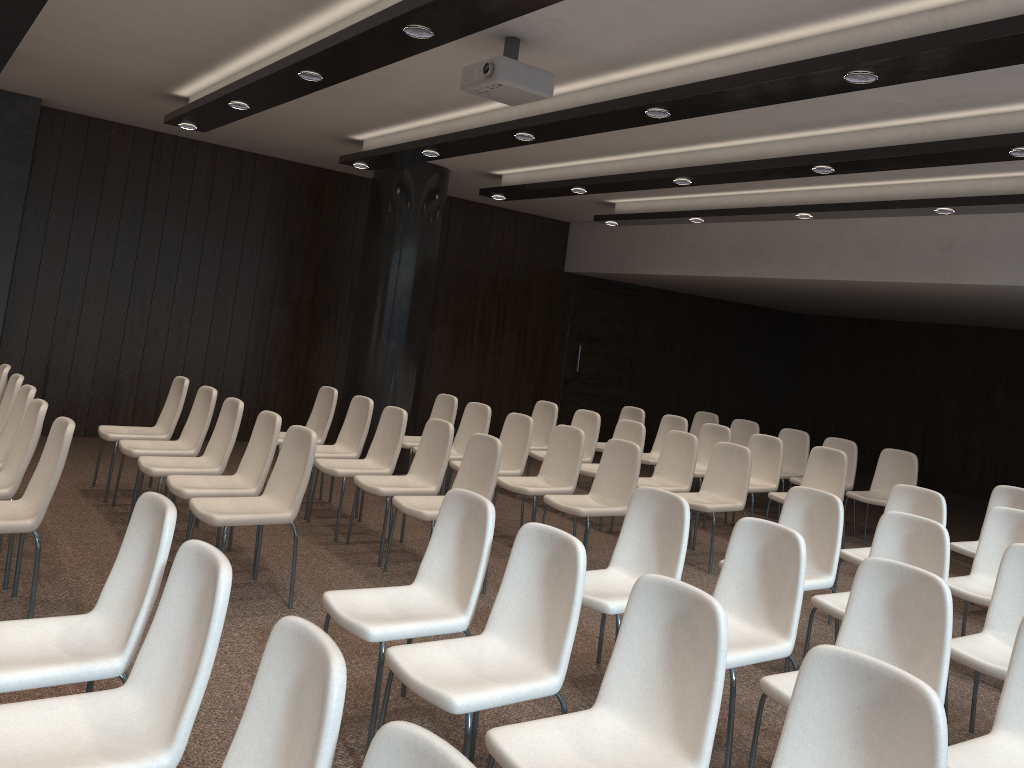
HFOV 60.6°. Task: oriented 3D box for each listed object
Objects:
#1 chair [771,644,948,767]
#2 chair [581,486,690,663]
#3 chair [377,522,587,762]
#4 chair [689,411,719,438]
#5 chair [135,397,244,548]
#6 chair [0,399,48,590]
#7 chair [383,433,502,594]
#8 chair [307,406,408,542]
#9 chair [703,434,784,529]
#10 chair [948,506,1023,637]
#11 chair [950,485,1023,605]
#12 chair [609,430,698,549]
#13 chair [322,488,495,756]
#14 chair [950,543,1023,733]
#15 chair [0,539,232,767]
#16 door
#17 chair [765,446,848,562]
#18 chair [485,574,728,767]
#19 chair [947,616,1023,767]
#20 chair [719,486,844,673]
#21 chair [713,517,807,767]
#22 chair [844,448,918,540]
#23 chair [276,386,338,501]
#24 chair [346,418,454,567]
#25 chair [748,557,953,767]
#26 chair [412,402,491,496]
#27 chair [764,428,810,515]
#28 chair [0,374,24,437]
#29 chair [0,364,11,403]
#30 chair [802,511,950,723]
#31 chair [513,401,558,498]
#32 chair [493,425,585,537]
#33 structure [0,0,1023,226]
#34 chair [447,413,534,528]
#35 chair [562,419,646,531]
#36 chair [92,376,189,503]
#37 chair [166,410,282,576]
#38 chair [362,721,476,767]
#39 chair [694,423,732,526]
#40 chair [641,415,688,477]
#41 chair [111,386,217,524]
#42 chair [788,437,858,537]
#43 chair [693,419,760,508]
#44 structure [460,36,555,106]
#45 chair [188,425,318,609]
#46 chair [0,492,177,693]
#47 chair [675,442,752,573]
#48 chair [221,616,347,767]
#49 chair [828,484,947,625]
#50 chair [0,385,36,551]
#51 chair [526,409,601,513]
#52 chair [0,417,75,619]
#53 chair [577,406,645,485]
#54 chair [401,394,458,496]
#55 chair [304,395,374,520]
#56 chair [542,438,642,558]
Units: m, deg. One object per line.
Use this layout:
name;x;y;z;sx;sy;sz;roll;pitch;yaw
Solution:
chair;0.631;1.104;1.935;0.551;0.910;0.533;9;-4;-37
chair;0.486;0.951;4.067;0.551;0.910;0.533;9;-4;-37
chair;-0.097;0.951;2.930;0.551;0.910;0.533;9;-4;-36
chair;2.034;0.765;10.061;0.551;0.910;0.533;9;-3;-34
chair;-2.089;0.531;5.635;0.551;0.910;0.533;9;-3;-33
chair;-2.755;0.522;4.469;0.551;0.910;0.533;9;-3;-36
chair;-0.410;0.757;5.378;0.551;0.910;0.533;9;-3;-34
chair;-1.112;0.608;6.349;0.551;0.910;0.533;9;-3;-34
chair;2.126;0.910;7.943;0.551;0.910;0.533;9;-4;-37
chair;2.734;1.175;4.956;0.551;0.910;0.533;9;-4;-36
chair;3.414;1.184;6.152;0.551;0.910;0.533;9;-3;-34
chair;1.197;0.839;7.245;0.551;0.910;0.533;9;-3;-34
chair;-0.416;0.880;3.412;0.551;0.910;0.533;9;-3;-34
chair;2.178;1.180;3.778;0.551;0.910;0.533;9;-4;-36
chair;-1.062;0.879;2.166;0.551;0.910;0.533;9;-4;-37
door;1.254;-0.258;12.685;1.384;2.432;0.269;9;-5;-35
chair;2.516;0.990;7.447;0.551;0.910;0.533;9;-3;-34
chair;0.255;1.027;2.416;0.551;0.910;0.533;9;-3;-36
chair;1.576;1.179;2.613;0.551;0.910;0.533;9;-3;-35
chair;1.463;1.029;4.765;0.551;0.910;0.533;9;-3;-34
chair;0.864;1.029;3.582;0.551;0.910;0.533;9;-3;-35
chair;3.434;1.062;8.125;0.551;0.910;0.533;9;-4;-37
chair;-1.812;0.459;7.319;0.552;0.910;0.533;9;-3;-33
chair;-0.742;0.682;5.896;0.552;0.910;0.533;9;-3;-33
chair;1.209;1.104;3.075;0.551;0.910;0.533;9;-3;-34
chair;-0.529;0.605;7.544;0.551;0.910;0.533;9;-4;-37
chair;2.748;0.916;9.075;0.551;0.910;0.533;9;-4;-36
chair;-3.433;0.375;5.462;0.551;0.910;0.533;9;-3;-35
chair;-3.796;0.298;5.951;0.551;0.910;0.533;9;-3;-33
chair;1.796;1.102;4.264;0.551;0.910;0.533;9;-3;-35
chair;0.110;0.611;8.694;0.551;0.910;0.533;9;-3;-34
chair;0.201;0.759;6.546;0.551;0.910;0.533;9;-3;-35
structure;-1.708;-1.890;3.259;13.014;0.232;8.121;5;4;-36
chair;-0.175;0.681;7.028;0.551;0.910;0.533;9;-3;-35
chair;0.830;0.764;7.707;0.551;0.910;0.533;9;-3;-34
chair;-2.810;0.379;6.623;0.551;0.910;0.533;9;-3;-34
chair;-1.722;0.606;5.172;0.551;0.910;0.533;9;-3;-33
chair;-0.359;1.026;1.224;0.551;0.910;0.533;9;-4;-37
chair;1.783;0.835;8.461;0.551;0.910;0.533;9;-4;-37
chair;1.451;0.763;8.932;0.551;0.910;0.533;9;-3;-34
chair;-2.435;0.456;6.143;0.551;0.910;0.533;9;-3;-36
chair;3.066;0.984;8.621;0.551;0.910;0.533;9;-4;-37
chair;2.364;0.837;9.564;0.551;0.910;0.533;9;-4;-37
structure;-0.025;-1.735;4.786;0.404;0.317;0.385;7;0;-36
chair;-1.404;0.676;4.692;0.551;0.910;0.533;9;-4;-37
chair;-1.395;0.805;2.668;0.551;0.910;0.533;9;-4;-36
chair;1.514;0.909;6.764;0.551;0.910;0.533;9;-4;-37
chair;-0.675;0.958;1.674;0.551;0.910;0.533;9;-3;-34
chair;2.368;1.098;5.449;0.551;0.910;0.533;9;-4;-36
chair;-3.098;0.446;4.987;0.551;0.910;0.533;9;-4;-36
chair;0.485;0.689;8.214;0.551;0.910;0.533;9;-3;-35
chair;-2.368;0.601;3.978;0.551;0.910;0.533;9;-3;-36
chair;1.086;0.687;9.423;0.552;0.910;0.533;9;-3;-33
chair;-0.848;0.534;8.026;0.551;0.910;0.533;9;-3;-35
chair;-1.438;0.535;6.848;0.551;0.910;0.533;9;-3;-34
chair;0.547;0.834;6.039;0.552;0.910;0.533;9;-3;-33
